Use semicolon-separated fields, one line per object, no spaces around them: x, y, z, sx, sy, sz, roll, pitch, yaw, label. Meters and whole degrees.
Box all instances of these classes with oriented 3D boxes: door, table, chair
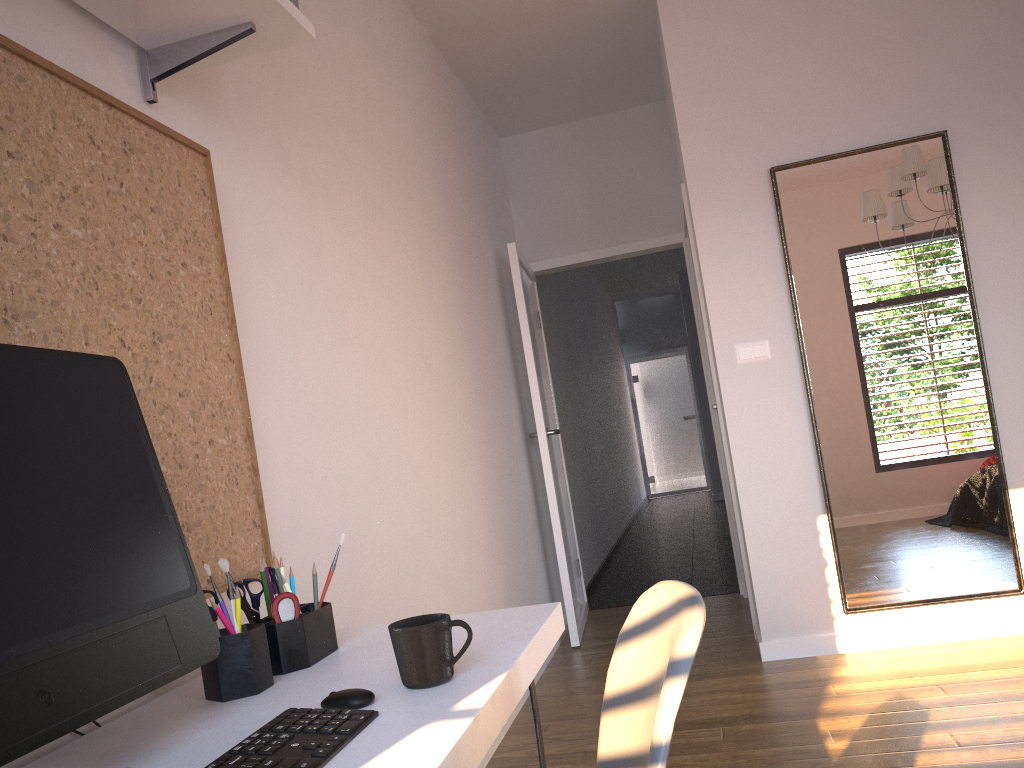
0.635;0.234;4.879;1.035;2.126;0.998;-9;-2;11;door
2.295;0.576;13.019;1.035;2.126;0.162;-9;-1;12;door
-0.284;0.775;0.859;0.559;0.751;1.635;-10;-4;11;table
-0.039;0.677;0.874;0.586;0.871;0.550;-9;-2;-1;chair
1.127;0.131;4.569;0.163;2.126;1.033;-9;-2;11;door
2.593;0.444;11.891;0.163;2.126;1.033;-9;-2;11;door

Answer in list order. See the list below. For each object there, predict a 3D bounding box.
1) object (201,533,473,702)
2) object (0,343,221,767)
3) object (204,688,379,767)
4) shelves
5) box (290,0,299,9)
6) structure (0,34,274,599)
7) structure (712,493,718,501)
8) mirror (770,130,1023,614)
-0.303;0.335;1.279;0.289;0.190;0.496;-7;-4;-32;object
-0.453;0.578;1.168;0.229;1.232;1.189;-9;-3;10;object
-0.248;0.380;0.871;0.116;0.020;0.513;-10;-4;11;object
-0.747;-1.104;0.919;0.299;1.091;1.609;-9;-3;11;shelves
-0.682;-0.861;0.935;0.233;0.355;1.517;-9;-4;11;box
-0.690;-0.076;0.919;0.014;0.826;1.610;-9;-4;11;structure
4.016;0.607;8.319;4.241;8.297;8.462;-9;-3;11;structure
1.542;-0.033;3.580;0.684;1.852;0.065;-9;-1;12;mirror
